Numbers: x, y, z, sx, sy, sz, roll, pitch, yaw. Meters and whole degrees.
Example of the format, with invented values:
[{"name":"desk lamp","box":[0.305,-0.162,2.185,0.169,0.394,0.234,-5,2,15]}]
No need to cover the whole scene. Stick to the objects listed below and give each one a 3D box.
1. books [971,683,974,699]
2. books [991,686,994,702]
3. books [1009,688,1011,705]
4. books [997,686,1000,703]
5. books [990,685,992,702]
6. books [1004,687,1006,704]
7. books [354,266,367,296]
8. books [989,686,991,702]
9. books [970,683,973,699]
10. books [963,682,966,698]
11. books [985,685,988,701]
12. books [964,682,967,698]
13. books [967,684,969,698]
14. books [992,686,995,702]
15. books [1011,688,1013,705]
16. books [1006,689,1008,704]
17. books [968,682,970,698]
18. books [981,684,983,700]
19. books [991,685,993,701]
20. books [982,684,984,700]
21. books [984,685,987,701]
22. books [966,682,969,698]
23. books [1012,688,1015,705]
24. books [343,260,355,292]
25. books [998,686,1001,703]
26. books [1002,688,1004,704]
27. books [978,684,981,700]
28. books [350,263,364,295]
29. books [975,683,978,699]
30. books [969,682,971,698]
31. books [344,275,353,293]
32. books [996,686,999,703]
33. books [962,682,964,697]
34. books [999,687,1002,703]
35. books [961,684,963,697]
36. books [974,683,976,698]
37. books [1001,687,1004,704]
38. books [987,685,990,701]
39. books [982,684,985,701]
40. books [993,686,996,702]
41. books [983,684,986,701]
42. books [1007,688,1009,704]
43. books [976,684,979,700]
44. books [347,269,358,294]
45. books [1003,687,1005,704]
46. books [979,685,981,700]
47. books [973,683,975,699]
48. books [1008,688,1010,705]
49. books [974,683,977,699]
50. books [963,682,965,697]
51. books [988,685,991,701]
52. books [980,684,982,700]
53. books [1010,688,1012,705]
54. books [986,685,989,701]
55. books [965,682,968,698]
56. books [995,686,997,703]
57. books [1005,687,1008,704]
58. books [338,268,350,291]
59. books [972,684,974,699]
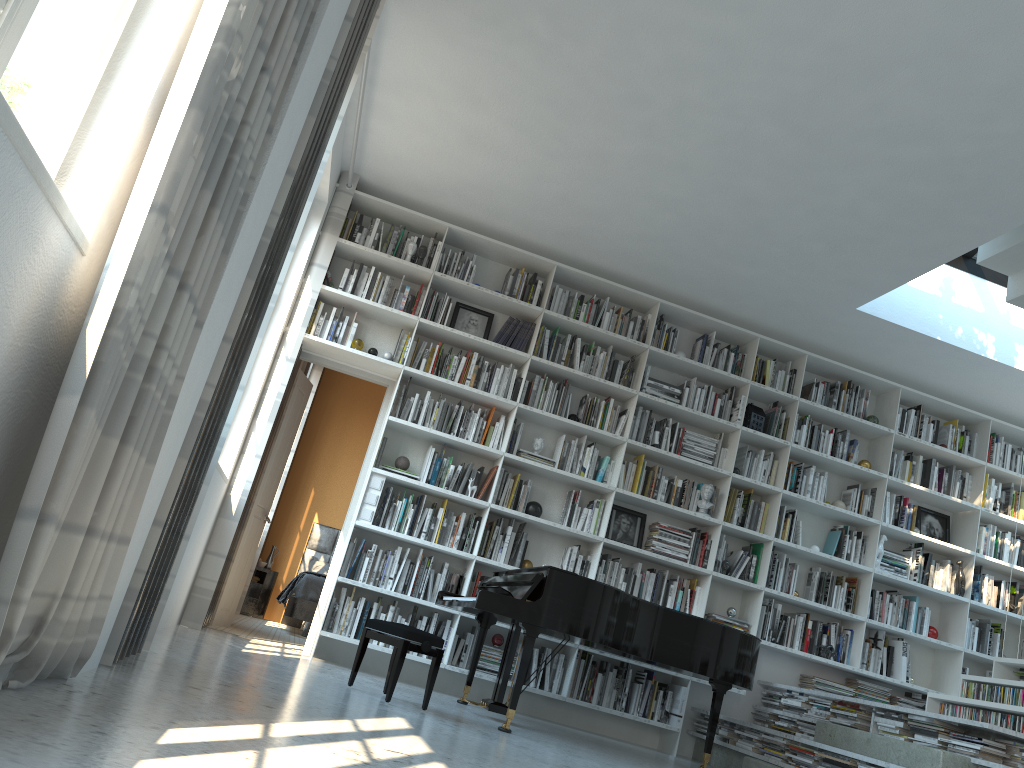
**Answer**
[{"name":"books","box":[3.039,2.019,5.757,0.125,0.125,0.008,18,-16,-9]},{"name":"books","box":[3.080,1.979,5.588,0.125,0.125,0.008,18,-16,-9]},{"name":"books","box":[3.113,1.948,5.453,0.125,0.125,0.008,18,-16,-9]},{"name":"books","box":[3.091,1.969,5.544,0.125,0.125,0.007,18,-16,-9]},{"name":"books","box":[3.077,1.983,5.601,0.125,0.125,0.007,18,-16,-9]},{"name":"books","box":[3.104,1.957,5.491,0.125,0.125,0.007,18,-16,-9]},{"name":"books","box":[-1.100,-0.697,6.374,0.028,0.287,0.133,18,-16,-9]},{"name":"books","box":[3.075,1.984,5.609,0.125,0.125,0.007,18,-16,-9]},{"name":"books","box":[3.036,2.022,5.767,0.125,0.125,0.012,18,-16,-9]},{"name":"books","box":[3.023,2.034,5.820,0.125,0.125,0.008,18,-16,-9]},{"name":"books","box":[3.068,1.991,5.638,0.125,0.125,0.008,18,-16,-9]},{"name":"books","box":[3.025,2.032,5.812,0.125,0.125,0.007,18,-16,-9]},{"name":"books","box":[3.030,2.027,5.791,0.125,0.125,0.007,18,-16,-9]},{"name":"books","box":[3.082,1.978,5.581,0.125,0.125,0.008,18,-16,-9]},{"name":"books","box":[3.117,1.944,5.438,0.125,0.125,0.007,18,-16,-9]},{"name":"books","box":[3.108,1.953,5.474,0.125,0.125,0.008,18,-16,-9]},{"name":"books","box":[3.032,2.026,5.784,0.125,0.125,0.008,18,-16,-9]},{"name":"books","box":[3.059,2.000,5.674,0.125,0.125,0.009,18,-16,-9]},{"name":"books","box":[3.079,1.981,5.595,0.125,0.125,0.008,18,-16,-9]},{"name":"books","box":[3.061,1.998,5.667,0.125,0.125,0.009,18,-16,-9]},{"name":"books","box":[3.066,1.993,5.646,0.125,0.125,0.008,18,-16,-9]},{"name":"books","box":[3.029,2.029,5.799,0.125,0.125,0.009,18,-16,-9]},{"name":"books","box":[3.119,1.943,5.431,0.125,0.125,0.008,18,-16,-9]},{"name":"books","box":[-1.182,-0.729,6.357,0.011,0.295,0.163,18,-16,-9]},{"name":"books","box":[3.093,1.967,5.535,0.125,0.125,0.010,18,-16,-9]},{"name":"books","box":[3.101,1.960,5.505,0.125,0.125,0.007,18,-16,-9]},{"name":"books","box":[3.053,2.006,5.701,0.125,0.125,0.010,18,-16,-9]},{"name":"books","box":[-1.120,-0.707,6.348,0.023,0.281,0.186,18,-16,-9]},{"name":"books","box":[3.048,2.011,5.720,0.125,0.125,0.008,18,-16,-9]},{"name":"books","box":[3.034,2.024,5.775,0.125,0.125,0.010,18,-16,-9]},{"name":"books","box":[-1.182,-0.673,6.357,0.024,0.191,0.138,18,-16,-9]},{"name":"books","box":[3.089,1.971,5.553,0.125,0.125,0.009,18,-16,-9]},{"name":"books","box":[3.020,2.038,5.834,0.125,0.125,0.008,18,-16,-9]},{"name":"books","box":[3.096,1.965,5.524,0.125,0.125,0.014,18,-16,-9]},{"name":"books","box":[3.018,2.039,5.842,0.125,0.125,0.009,18,-16,-9]},{"name":"books","box":[3.044,2.014,5.735,0.125,0.125,0.007,18,-16,-9]},{"name":"books","box":[3.099,1.962,5.513,0.125,0.125,0.010,18,-16,-9]},{"name":"books","box":[3.072,1.988,5.623,0.125,0.125,0.008,18,-16,-9]},{"name":"books","box":[3.063,1.996,5.659,0.125,0.125,0.007,18,-16,-9]},{"name":"books","box":[3.084,1.976,5.571,0.125,0.125,0.012,18,-16,-9]},{"name":"books","box":[3.064,1.995,5.652,0.125,0.125,0.008,18,-16,-9]},{"name":"books","box":[3.110,1.951,5.466,0.125,0.125,0.008,18,-16,-9]},{"name":"books","box":[3.050,2.008,5.711,0.125,0.125,0.010,18,-16,-9]},{"name":"books","box":[-1.149,-0.688,6.341,0.023,0.227,0.172,18,-16,-9]},{"name":"books","box":[3.102,1.958,5.498,0.125,0.125,0.007,18,-16,-9]},{"name":"books","box":[3.055,2.004,5.691,0.125,0.125,0.010,18,-16,-9]},{"name":"books","box":[3.043,2.016,5.742,0.125,0.125,0.007,18,-16,-9]},{"name":"books","box":[3.112,1.949,5.460,0.125,0.125,0.008,18,-16,-9]},{"name":"books","box":[3.046,2.012,5.727,0.125,0.125,0.008,18,-16,-9]},{"name":"books","box":[3.022,2.036,5.827,0.125,0.125,0.009,18,-16,-9]},{"name":"books","box":[3.073,1.986,5.616,0.125,0.125,0.007,18,-16,-9]},{"name":"books","box":[3.057,2.002,5.683,0.125,0.125,0.007,18,-16,-9]},{"name":"books","box":[3.115,1.946,5.446,0.125,0.125,0.008,18,-16,-9]},{"name":"books","box":[3.070,1.990,5.631,0.125,0.125,0.008,18,-16,-9]},{"name":"books","box":[3.027,2.031,5.806,0.125,0.125,0.008,18,-16,-9]},{"name":"books","box":[3.087,1.973,5.561,0.125,0.125,0.010,18,-16,-9]},{"name":"books","box":[3.106,1.955,5.483,0.125,0.125,0.010,18,-16,-9]},{"name":"books","box":[-1.213,-0.700,6.340,0.034,0.217,0.166,18,-16,-9]},{"name":"books","box":[3.041,2.017,5.749,0.125,0.125,0.007,18,-16,-9]}]
